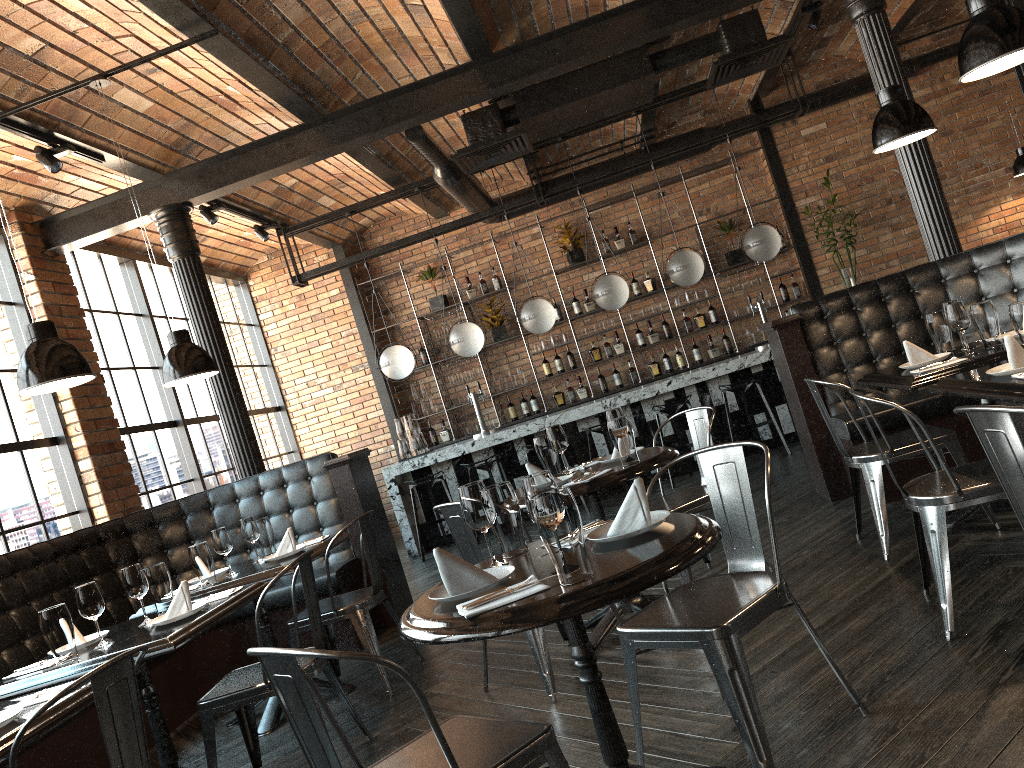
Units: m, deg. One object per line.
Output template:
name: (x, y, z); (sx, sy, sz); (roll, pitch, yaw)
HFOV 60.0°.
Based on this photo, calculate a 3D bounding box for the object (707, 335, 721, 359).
object: (2.279, -0.426, 10.089); (0.123, 0.279, 0.123); (-17, -1, -4)

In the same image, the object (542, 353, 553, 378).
object: (0.400, -0.222, 10.357); (0.086, 0.299, 0.086); (-17, -1, -34)

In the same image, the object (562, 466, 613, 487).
object: (0.339, 0.397, 3.863); (0.157, 0.019, 0.255); (-18, -1, 38)

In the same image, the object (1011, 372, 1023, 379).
object: (1.762, -0.063, 2.862); (0.255, 0.019, 0.157); (-18, -1, 13)

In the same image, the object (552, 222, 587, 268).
object: (0.680, -1.630, 10.311); (0.425, 0.526, 0.430); (-18, -1, 10)

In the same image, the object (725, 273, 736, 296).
object: (2.450, -1.119, 9.969); (0.092, 0.244, 0.092); (-17, -1, -43)

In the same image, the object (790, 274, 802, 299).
object: (3.183, -1.096, 9.967); (0.083, 0.282, 0.083); (-18, -1, 18)

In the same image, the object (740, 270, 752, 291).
object: (2.668, -1.186, 10.105); (0.092, 0.244, 0.092); (-17, -1, -43)

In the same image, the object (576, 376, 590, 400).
object: (0.811, 0.039, 10.292); (0.123, 0.279, 0.123); (-18, -1, 21)

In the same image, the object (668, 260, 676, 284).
object: (1.838, -1.276, 10.141); (0.086, 0.299, 0.086); (-17, -1, -34)

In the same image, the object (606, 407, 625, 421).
object: (0.496, 0.231, 4.024); (0.092, 0.244, 0.092); (-18, -1, 7)

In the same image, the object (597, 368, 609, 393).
object: (1.037, -0.043, 10.249); (0.086, 0.297, 0.086); (-18, -1, 41)

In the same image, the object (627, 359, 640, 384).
object: (1.386, -0.145, 10.226); (0.083, 0.282, 0.083); (-17, -1, -7)

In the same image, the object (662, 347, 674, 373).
object: (1.778, -0.277, 10.186); (0.086, 0.298, 0.086); (-17, -1, -34)

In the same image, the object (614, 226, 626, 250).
object: (1.229, -1.674, 10.204); (0.123, 0.279, 0.123); (-18, -1, 11)

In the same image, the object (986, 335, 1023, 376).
object: (1.748, -0.113, 3.059); (0.232, 0.139, 0.232); (-17, -1, -8)

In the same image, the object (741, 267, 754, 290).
object: (2.647, -1.181, 9.942); (0.092, 0.244, 0.092); (-17, -1, -43)

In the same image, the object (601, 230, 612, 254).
object: (1.081, -1.630, 10.223); (0.083, 0.282, 0.083); (-18, -1, 8)

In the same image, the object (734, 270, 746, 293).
object: (2.554, -1.151, 9.955); (0.092, 0.244, 0.092); (-17, -1, -43)

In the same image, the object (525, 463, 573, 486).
object: (0.150, 0.401, 3.966); (0.232, 0.139, 0.232); (-17, -1, -38)

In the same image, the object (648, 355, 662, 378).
object: (1.638, -0.206, 10.191); (0.151, 0.248, 0.094); (-18, -1, 16)

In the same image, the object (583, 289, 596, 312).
object: (0.879, -0.962, 10.254); (0.123, 0.279, 0.123); (-17, -1, -4)

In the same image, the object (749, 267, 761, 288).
object: (2.766, -1.217, 10.092); (0.092, 0.244, 0.092); (-17, -1, -43)

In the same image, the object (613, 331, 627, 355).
object: (1.231, -0.475, 10.223); (0.123, 0.279, 0.123); (-18, -1, 21)

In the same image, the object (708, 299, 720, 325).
object: (2.285, -0.818, 10.105); (0.086, 0.298, 0.086); (-17, -1, -34)

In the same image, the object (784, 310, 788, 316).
object: (3.126, -0.696, 9.986); (0.083, 0.282, 0.083); (-17, -1, -7)

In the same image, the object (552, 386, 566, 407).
object: (0.540, 0.141, 10.343); (0.151, 0.248, 0.094); (-17, -1, -4)

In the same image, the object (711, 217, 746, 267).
object: (2.483, -1.617, 10.008); (0.374, 0.560, 0.398); (-17, -1, -20)

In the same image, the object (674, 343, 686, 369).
object: (1.914, -0.319, 10.153); (0.080, 0.299, 0.080); (-18, -1, 10)

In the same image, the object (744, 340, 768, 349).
object: (2.835, -0.466, 9.975); (0.437, 0.019, 0.273); (-18, -1, 7)

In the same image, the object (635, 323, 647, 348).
object: (1.470, -0.562, 10.211); (0.086, 0.298, 0.086); (-17, -1, -34)

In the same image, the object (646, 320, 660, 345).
object: (1.604, -0.593, 10.171); (0.123, 0.279, 0.123); (-17, -1, -4)

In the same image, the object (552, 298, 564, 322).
object: (0.524, -0.860, 10.330); (0.086, 0.298, 0.086); (-17, -1, -34)

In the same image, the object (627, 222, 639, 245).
object: (1.377, -1.723, 10.182); (0.083, 0.282, 0.083); (-17, -1, -7)

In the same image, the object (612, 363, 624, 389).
object: (1.212, -0.099, 10.258); (0.086, 0.298, 0.086); (-17, -1, -34)

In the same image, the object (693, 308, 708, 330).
object: (2.145, -0.748, 10.110); (0.151, 0.248, 0.094); (-18, -1, 16)

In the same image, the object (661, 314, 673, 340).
object: (1.763, -0.655, 10.166); (0.086, 0.299, 0.086); (-17, -1, -34)

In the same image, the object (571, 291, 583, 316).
object: (0.745, -0.931, 10.294); (0.086, 0.298, 0.086); (-17, -1, -34)

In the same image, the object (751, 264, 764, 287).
object: (2.745, -1.212, 9.928); (0.092, 0.244, 0.092); (-17, -1, -43)

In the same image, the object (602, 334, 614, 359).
object: (1.102, -0.436, 10.255); (0.083, 0.282, 0.083); (-18, -1, 8)

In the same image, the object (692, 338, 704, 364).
object: (2.107, -0.382, 10.134); (0.086, 0.298, 0.086); (-17, -1, -34)

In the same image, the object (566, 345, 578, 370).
object: (0.681, -0.311, 10.316); (0.086, 0.297, 0.086); (-17, -1, -34)

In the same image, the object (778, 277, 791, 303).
object: (3.053, -1.063, 9.988); (0.086, 0.299, 0.086); (-17, -1, -34)

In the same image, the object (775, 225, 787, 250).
object: (3.018, -1.650, 10.000); (0.086, 0.298, 0.086); (-17, -1, -29)

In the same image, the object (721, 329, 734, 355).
object: (2.438, -0.488, 10.084); (0.086, 0.299, 0.086); (-17, -1, -34)

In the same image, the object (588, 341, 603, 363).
object: (0.961, -0.373, 10.274); (0.151, 0.248, 0.094); (-17, -1, -4)

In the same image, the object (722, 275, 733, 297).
object: (2.471, -1.123, 10.132); (0.092, 0.244, 0.092); (-17, -1, -43)

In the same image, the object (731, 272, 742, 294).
object: (2.575, -1.156, 10.118); (0.092, 0.244, 0.092); (-17, -1, -43)

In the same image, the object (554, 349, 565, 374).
object: (0.541, -0.267, 10.363); (0.086, 0.298, 0.086); (-17, -1, -34)

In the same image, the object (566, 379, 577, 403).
object: (0.681, 0.078, 10.324); (0.083, 0.282, 0.083); (-18, -1, 8)

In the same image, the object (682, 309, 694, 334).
object: (1.994, -0.719, 10.131); (0.083, 0.282, 0.083); (-17, -1, -7)
